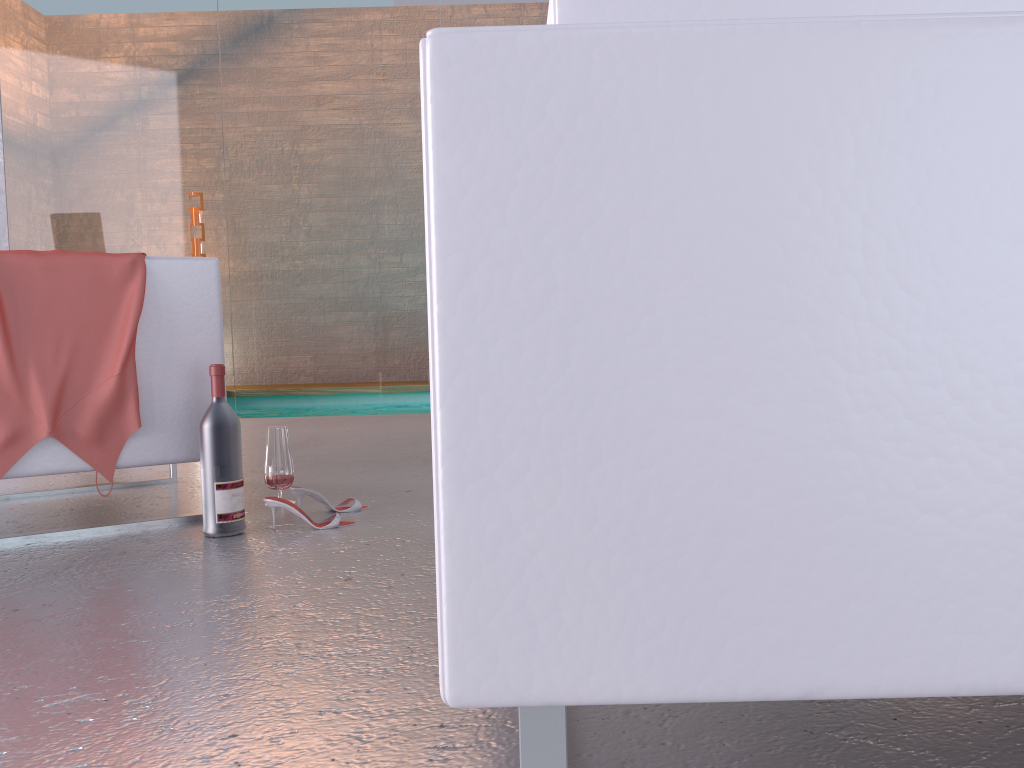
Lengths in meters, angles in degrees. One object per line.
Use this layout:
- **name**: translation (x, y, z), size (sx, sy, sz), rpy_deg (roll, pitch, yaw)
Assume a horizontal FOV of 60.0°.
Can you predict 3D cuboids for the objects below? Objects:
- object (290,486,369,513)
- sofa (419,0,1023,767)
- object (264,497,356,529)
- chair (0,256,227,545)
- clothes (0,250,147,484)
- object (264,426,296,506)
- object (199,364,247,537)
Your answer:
- **object**: translation (-0.516, 0.321, 2.513), size (0.235, 0.087, 0.079), rpy_deg (-4, 4, -33)
- **sofa**: translation (1.113, -0.014, 1.210), size (2.353, 0.824, 1.026), rpy_deg (-1, 3, 0)
- **object**: translation (-0.525, 0.333, 2.318), size (0.235, 0.087, 0.079), rpy_deg (-3, 4, -22)
- **chair**: translation (-1.431, -0.016, 2.571), size (1.026, 0.808, 0.936), rpy_deg (-3, 4, -30)
- **clothes**: translation (-1.185, -0.041, 2.274), size (0.574, 0.604, 0.254), rpy_deg (-3, 4, -30)
- **object**: translation (-0.702, 0.245, 2.667), size (0.091, 0.233, 0.091), rpy_deg (0, 4, 28)
- **object**: translation (-0.743, 0.167, 2.265), size (0.109, 0.435, 0.109), rpy_deg (0, 4, 27)
